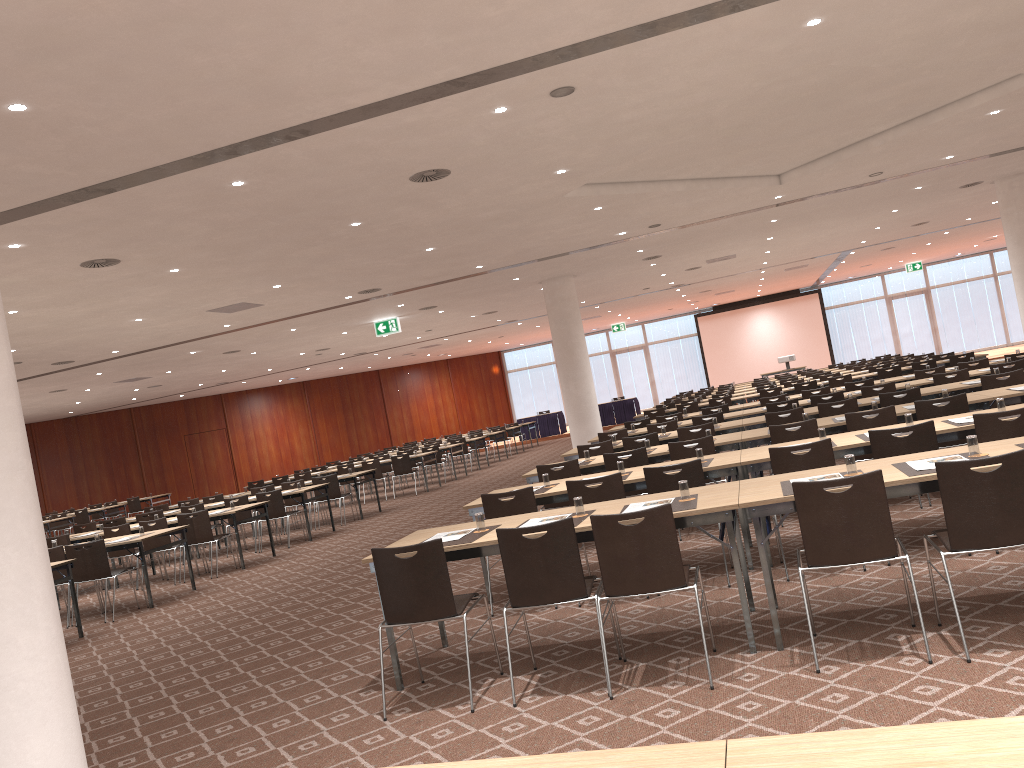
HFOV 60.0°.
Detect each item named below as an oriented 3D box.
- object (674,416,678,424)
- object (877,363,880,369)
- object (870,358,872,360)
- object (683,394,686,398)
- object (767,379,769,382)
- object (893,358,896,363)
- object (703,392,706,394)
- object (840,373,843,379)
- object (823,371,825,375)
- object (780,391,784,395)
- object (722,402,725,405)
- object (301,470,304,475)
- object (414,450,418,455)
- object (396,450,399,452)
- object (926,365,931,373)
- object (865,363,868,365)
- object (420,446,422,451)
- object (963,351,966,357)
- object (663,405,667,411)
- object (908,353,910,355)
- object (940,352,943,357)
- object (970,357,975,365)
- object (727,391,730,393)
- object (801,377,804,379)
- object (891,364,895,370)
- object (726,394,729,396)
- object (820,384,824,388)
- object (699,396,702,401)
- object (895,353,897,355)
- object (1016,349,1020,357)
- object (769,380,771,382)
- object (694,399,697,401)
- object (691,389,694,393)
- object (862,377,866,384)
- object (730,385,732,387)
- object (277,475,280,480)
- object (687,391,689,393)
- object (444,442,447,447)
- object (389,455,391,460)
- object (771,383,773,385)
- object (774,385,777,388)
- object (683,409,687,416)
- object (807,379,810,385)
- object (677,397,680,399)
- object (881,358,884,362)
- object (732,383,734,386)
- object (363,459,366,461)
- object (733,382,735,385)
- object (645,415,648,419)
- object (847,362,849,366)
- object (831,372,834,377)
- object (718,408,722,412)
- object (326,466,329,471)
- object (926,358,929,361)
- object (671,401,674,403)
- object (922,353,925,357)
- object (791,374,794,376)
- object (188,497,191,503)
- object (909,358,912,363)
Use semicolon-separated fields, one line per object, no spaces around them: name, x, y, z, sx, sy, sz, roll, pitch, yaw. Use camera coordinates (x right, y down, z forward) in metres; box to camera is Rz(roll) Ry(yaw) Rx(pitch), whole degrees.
object;2.448;0.537;13.234;0.054;0.114;0.054;-11;-1;26
object;8.047;-0.393;19.467;0.054;0.114;0.054;-10;-1;-41
object;10.185;-0.680;25.109;0.054;0.114;0.054;-10;-1;-41
object;4.765;0.335;24.502;0.054;0.114;0.054;-10;-1;-19
object;6.916;-0.085;23.923;0.054;0.114;0.054;-10;-1;-41
object;9.170;-0.569;21.248;0.054;0.114;0.054;-10;-1;-41
object;4.874;0.270;22.416;0.054;0.114;0.054;-10;-1;-41
object;6.617;-0.157;17.790;0.054;0.114;0.054;-10;-1;-19
object;7.631;-0.268;21.660;0.054;0.114;0.054;-10;-1;-41
object;4.498;0.180;14.747;0.054;0.114;0.054;-11;-1;4
object;3.583;0.359;14.999;0.054;0.114;0.054;-10;-1;-41
object;-4.949;2.100;20.926;0.054;0.114;0.054;-10;-1;-41
object;-2.186;1.561;20.174;0.054;0.114;0.054;-10;-1;-19
object;-2.890;1.742;22.450;0.054;0.114;0.054;-10;-1;-19
object;6.647;-0.239;14.161;0.054;0.114;0.054;-11;-1;26
object;8.567;-0.451;21.410;0.054;0.114;0.054;-10;-1;-41
object;-2.275;1.622;22.282;0.054;0.114;0.054;-10;-1;-19
object;8.778;-0.579;17.200;0.054;0.114;0.054;-10;-1;-19
object;3.230;0.504;18.721;0.054;0.114;0.054;-10;-1;-19
object;10.304;-0.747;23.003;0.054;0.114;0.054;-10;-1;-19
object;9.275;-0.633;19.141;0.054;0.114;0.054;-10;-1;-19
object;7.272;-0.361;14.001;0.054;0.114;0.054;-10;-1;-41
object;4.967;0.208;20.315;0.054;0.114;0.054;-10;-1;-19
object;6.517;-0.094;19.885;0.054;0.114;0.054;-10;-1;-19
object;7.547;-0.339;17.544;0.054;0.114;0.054;-10;-1;-41
object;4.466;0.262;18.369;0.054;0.114;0.054;-10;-1;-41
object;5.103;0.062;14.578;0.054;0.114;0.054;-11;-1;4
object;4.362;0.326;20.469;0.054;0.114;0.054;-10;-1;-19
object;10.810;-0.802;24.946;0.054;0.114;0.054;-10;-1;-19
object;7.892;-0.482;13.828;0.054;0.114;0.054;-11;-1;4
object;6.403;-0.029;21.987;0.054;0.114;0.054;-10;-1;-41
object;3.850;0.383;18.551;0.054;0.114;0.054;-10;-1;-41
object;5.772;0.225;28.370;0.054;0.114;0.054;-10;-1;-19
object;5.725;-0.059;14.406;0.054;0.114;0.054;-11;-1;4
object;5.988;0.096;24.186;0.054;0.114;0.054;-10;-1;-41
object;-5.563;2.220;21.095;0.054;0.114;0.054;-10;-1;-41
object;5.262;0.281;26.446;0.054;0.114;0.054;-10;-1;-19
object;-1.659;1.502;22.100;0.054;0.114;0.054;-10;-1;-19
object;-2.787;1.679;20.350;0.054;0.114;0.054;-10;-1;-19
object;5.891;0.028;20.065;0.054;0.114;0.054;-10;-1;-19
object;5.385;0.083;18.117;0.054;0.114;0.054;-10;-1;-19
object;2.961;0.480;15.160;0.054;0.114;0.054;-11;-1;26
object;6.009;-0.039;17.959;0.054;0.114;0.054;-10;-1;-19
object;4.249;0.392;22.571;0.054;0.114;0.054;-10;-1;-19
object;9.684;-0.626;23.166;0.054;0.114;0.054;-10;-1;-41
object;6.499;0.040;26.111;0.054;0.114;0.054;-10;-1;-41
object;-3.405;1.799;20.520;0.054;0.114;0.054;-10;-1;-19
object;7.017;-0.018;28.042;0.054;0.114;0.054;-10;-1;-41
object;2.331;0.603;15.325;0.054;0.114;0.054;-11;-1;4
object;9.577;-0.561;25.275;0.054;0.114;0.054;-10;-1;-41
object;7.128;-0.214;19.723;0.054;0.114;0.054;-10;-1;-19
object;3.068;0.416;13.054;0.054;0.114;0.054;-11;-1;26
object;-4.328;1.979;20.770;0.054;0.114;0.054;-10;-1;-41
object;8.150;-0.457;17.375;0.054;0.114;0.054;-10;-1;-41
object;3.744;0.447;20.649;0.054;0.114;0.054;-10;-1;-19
object;9.784;-0.689;21.070;0.054;0.114;0.054;-10;-1;-19
object;7.521;-0.203;23.763;0.054;0.114;0.054;-10;-1;-41
object;-6.444;2.316;17.719;0.054;0.114;0.054;-10;-1;-41
object;8.674;-0.515;19.309;0.054;0.114;0.054;-10;-1;-41
